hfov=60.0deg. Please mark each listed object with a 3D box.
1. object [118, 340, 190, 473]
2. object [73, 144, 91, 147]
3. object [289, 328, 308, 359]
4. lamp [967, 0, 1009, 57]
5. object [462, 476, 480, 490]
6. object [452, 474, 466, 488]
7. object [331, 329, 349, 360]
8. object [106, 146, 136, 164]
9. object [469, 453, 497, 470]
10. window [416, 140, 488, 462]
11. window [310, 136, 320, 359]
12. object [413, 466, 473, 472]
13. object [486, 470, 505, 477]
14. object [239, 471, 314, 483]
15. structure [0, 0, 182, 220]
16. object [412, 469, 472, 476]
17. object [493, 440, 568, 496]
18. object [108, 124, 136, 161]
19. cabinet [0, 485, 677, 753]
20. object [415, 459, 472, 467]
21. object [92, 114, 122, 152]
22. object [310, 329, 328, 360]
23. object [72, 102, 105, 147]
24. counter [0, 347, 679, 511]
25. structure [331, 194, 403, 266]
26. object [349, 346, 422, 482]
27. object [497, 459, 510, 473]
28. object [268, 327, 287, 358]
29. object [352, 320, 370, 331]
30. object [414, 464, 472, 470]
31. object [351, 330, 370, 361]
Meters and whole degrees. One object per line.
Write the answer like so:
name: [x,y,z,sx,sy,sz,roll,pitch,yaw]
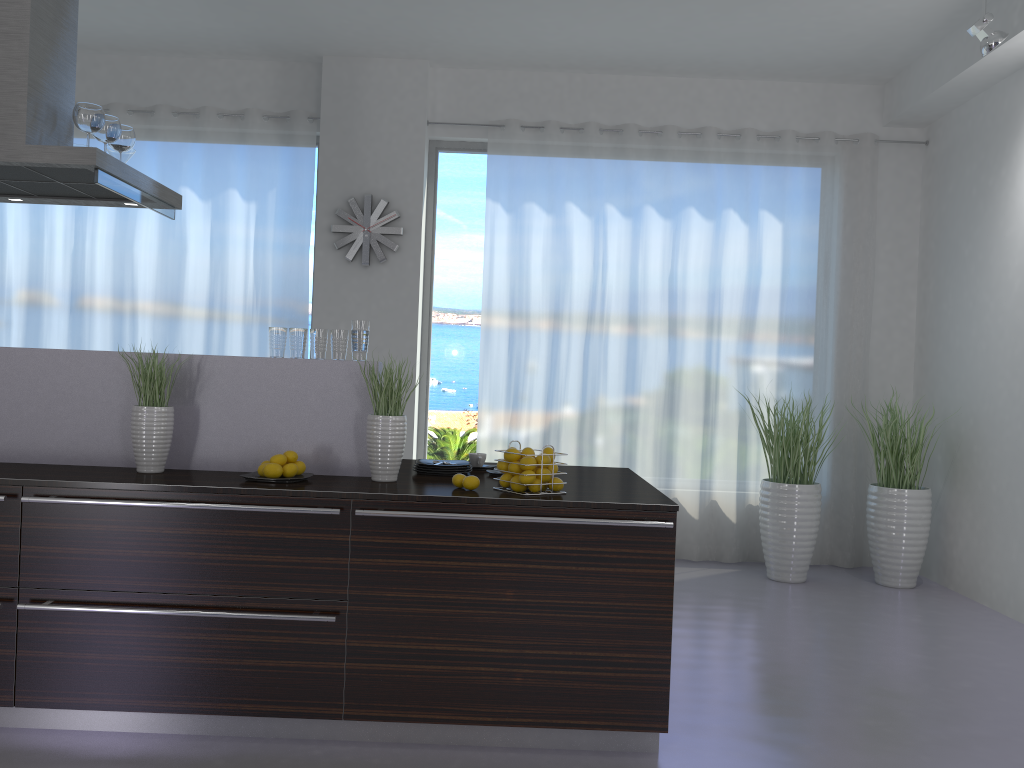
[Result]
object: [-1.344,0.077,3.279,0.269,0.502,0.247,2,0,0]
object: [-2.055,-1.037,4.218,0.137,0.174,0.137,2,0,-35]
object: [-0.839,-0.158,3.479,0.072,0.119,0.071,2,0,40]
lamp: [2.419,-1.919,4.493,0.185,0.511,0.150,2,0,0]
object: [-0.145,0.350,3.142,0.063,0.051,0.053,2,0,4]
object: [-0.187,0.349,3.191,0.053,0.051,0.063,2,0,-31]
object: [-0.678,-0.152,3.479,0.072,0.119,0.071,2,0,40]
object: [-1.865,-1.030,4.218,0.137,0.174,0.137,2,0,-35]
object: [-0.153,0.342,3.912,0.153,0.069,0.153,2,0,33]
window: [0.837,-0.492,6.599,3.000,2.500,0.100,2,0,0]
window: [-2.911,-0.641,6.596,3.000,2.500,0.100,2,0,0]
object: [-0.286,0.351,3.663,0.232,0.020,0.232,2,0,8]
object: [-0.020,0.348,3.674,0.153,0.069,0.153,2,0,-27]
object: [-0.852,0.338,3.217,0.232,0.020,0.232,2,0,8]
structure: [-2.106,-1.437,3.945,0.981,1.231,0.915,2,0,0]
object: [-0.286,0.361,3.663,0.232,0.020,0.232,2,0,8]
object: [0.066,0.296,3.176,0.189,0.174,0.207,2,0,-35]
object: [-1.765,-1.048,3.997,0.125,0.221,0.125,2,0,25]
cabinet: [-1.105,0.765,3.597,3.285,0.852,1.377,2,0,0]
object: [-0.453,0.261,3.741,0.646,0.147,0.269,2,0,25]
object: [-1.765,-1.048,3.850,0.125,0.221,0.125,2,0,25]
object: [-0.758,-0.155,3.479,0.072,0.119,0.071,2,0,40]
object: [-1.764,-1.047,3.692,0.125,0.221,0.125,2,0,25]
counter: [-1.095,0.541,3.607,3.291,1.300,1.302,2,0,0]
structure: [-1.022,-1.087,6.258,0.505,0.505,0.076,2,0,0]
object: [-0.455,0.112,3.305,0.247,0.502,0.269,2,0,43]
object: [-0.026,0.296,3.191,0.053,0.051,0.063,2,0,-31]
object: [-0.920,-0.162,3.478,0.072,0.119,0.071,2,0,-40]
object: [-0.595,-0.188,3.479,0.072,0.119,0.071,2,0,40]
object: [-0.285,0.341,3.663,0.232,0.020,0.232,2,0,3]
object: [-0.597,-0.149,3.479,0.072,0.119,0.071,2,0,40]
